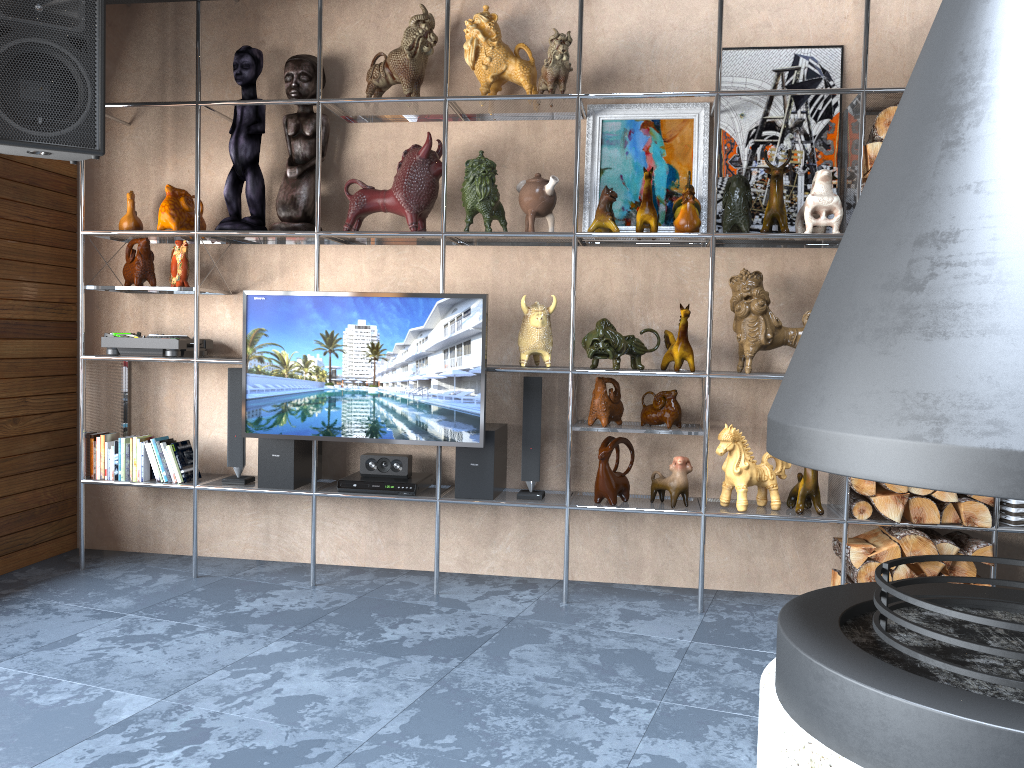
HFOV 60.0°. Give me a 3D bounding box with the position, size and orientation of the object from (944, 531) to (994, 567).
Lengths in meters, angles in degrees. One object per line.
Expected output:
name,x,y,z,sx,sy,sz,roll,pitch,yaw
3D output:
object,1.858,0.670,3.635,0.105,0.105,0.331,2,3,6

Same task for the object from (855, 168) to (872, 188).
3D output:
object,1.475,-0.844,3.638,0.107,0.110,0.331,2,3,11

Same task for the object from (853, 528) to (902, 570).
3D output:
object,1.507,0.679,3.683,0.128,0.107,0.329,2,3,9

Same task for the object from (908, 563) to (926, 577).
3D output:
object,1.647,0.805,3.689,0.147,0.118,0.288,2,3,5

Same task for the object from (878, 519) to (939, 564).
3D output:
object,1.623,0.641,3.646,0.164,0.128,0.322,2,3,8

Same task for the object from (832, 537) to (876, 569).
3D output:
object,1.420,0.705,3.699,0.111,0.121,0.310,2,3,8

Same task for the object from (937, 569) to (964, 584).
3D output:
object,1.748,0.793,3.656,0.095,0.135,0.329,2,3,5

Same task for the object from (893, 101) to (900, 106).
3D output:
object,1.609,-1.077,3.616,0.129,0.118,0.299,2,3,7

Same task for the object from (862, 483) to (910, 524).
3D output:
object,1.526,0.483,3.676,0.154,0.131,0.362,2,3,9

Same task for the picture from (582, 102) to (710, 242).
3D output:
picture,0.596,-0.944,3.947,0.544,0.625,0.136,2,3,9

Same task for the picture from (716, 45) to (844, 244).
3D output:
picture,1.163,-1.048,3.882,0.529,0.863,0.090,2,3,9

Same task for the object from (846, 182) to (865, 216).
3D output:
object,1.457,-0.750,3.643,0.110,0.109,0.321,2,3,8

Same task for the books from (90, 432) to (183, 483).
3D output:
books,-1.729,0.343,4.161,0.461,0.208,0.139,2,3,9

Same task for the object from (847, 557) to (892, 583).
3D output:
object,1.466,0.770,3.674,0.143,0.143,0.286,2,3,8

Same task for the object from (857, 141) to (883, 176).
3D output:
object,1.477,-0.910,3.628,0.097,0.120,0.308,2,3,13

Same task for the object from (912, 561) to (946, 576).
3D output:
object,1.674,0.729,3.667,0.107,0.098,0.330,2,3,5

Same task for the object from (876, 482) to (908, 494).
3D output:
object,1.523,0.359,3.673,0.115,0.131,0.374,2,3,4

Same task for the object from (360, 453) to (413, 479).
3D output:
object,-0.571,0.372,4.031,0.223,0.101,0.080,2,3,9

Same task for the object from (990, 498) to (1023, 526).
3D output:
object,2.035,0.389,3.577,0.139,0.347,0.140,1,3,-11

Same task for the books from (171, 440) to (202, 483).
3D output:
books,-1.521,0.360,4.145,0.081,0.185,0.138,2,3,9

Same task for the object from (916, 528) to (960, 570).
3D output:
object,1.730,0.665,3.650,0.099,0.131,0.309,2,3,5

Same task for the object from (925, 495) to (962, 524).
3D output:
object,1.761,0.507,3.657,0.087,0.095,0.303,2,3,9

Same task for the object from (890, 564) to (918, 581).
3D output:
object,1.593,0.740,3.680,0.101,0.110,0.331,2,3,11

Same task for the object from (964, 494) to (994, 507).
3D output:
object,1.871,0.432,3.633,0.095,0.088,0.303,2,3,7

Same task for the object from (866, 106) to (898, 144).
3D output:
object,1.516,-1.014,3.597,0.140,0.150,0.312,2,3,13

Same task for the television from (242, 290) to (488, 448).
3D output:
television,-0.629,-0.071,3.796,1.075,0.638,0.115,2,3,9

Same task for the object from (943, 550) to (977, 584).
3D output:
object,1.823,0.722,3.657,0.109,0.135,0.288,2,3,13

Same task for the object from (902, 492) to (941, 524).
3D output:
object,1.649,0.492,3.651,0.135,0.114,0.299,2,3,7

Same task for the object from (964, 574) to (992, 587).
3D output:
object,1.858,0.830,3.641,0.110,0.109,0.321,2,3,10

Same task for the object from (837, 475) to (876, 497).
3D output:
object,1.423,0.388,3.694,0.110,0.109,0.321,2,3,10

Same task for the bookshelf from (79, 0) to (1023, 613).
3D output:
bookshelf,3.395,-2.085,3.341,10.738,6.219,0.421,2,3,9

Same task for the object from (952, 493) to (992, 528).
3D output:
object,1.844,0.501,3.615,0.126,0.112,0.287,2,3,8

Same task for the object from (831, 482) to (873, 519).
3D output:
object,1.430,0.487,3.722,0.103,0.110,0.312,2,3,5

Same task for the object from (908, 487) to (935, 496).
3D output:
object,1.635,0.377,3.644,0.147,0.118,0.288,2,3,5

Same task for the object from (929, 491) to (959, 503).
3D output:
object,1.722,0.417,3.646,0.103,0.098,0.330,2,3,6

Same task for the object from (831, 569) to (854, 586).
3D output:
object,1.410,0.847,3.704,0.095,0.088,0.303,2,3,7
